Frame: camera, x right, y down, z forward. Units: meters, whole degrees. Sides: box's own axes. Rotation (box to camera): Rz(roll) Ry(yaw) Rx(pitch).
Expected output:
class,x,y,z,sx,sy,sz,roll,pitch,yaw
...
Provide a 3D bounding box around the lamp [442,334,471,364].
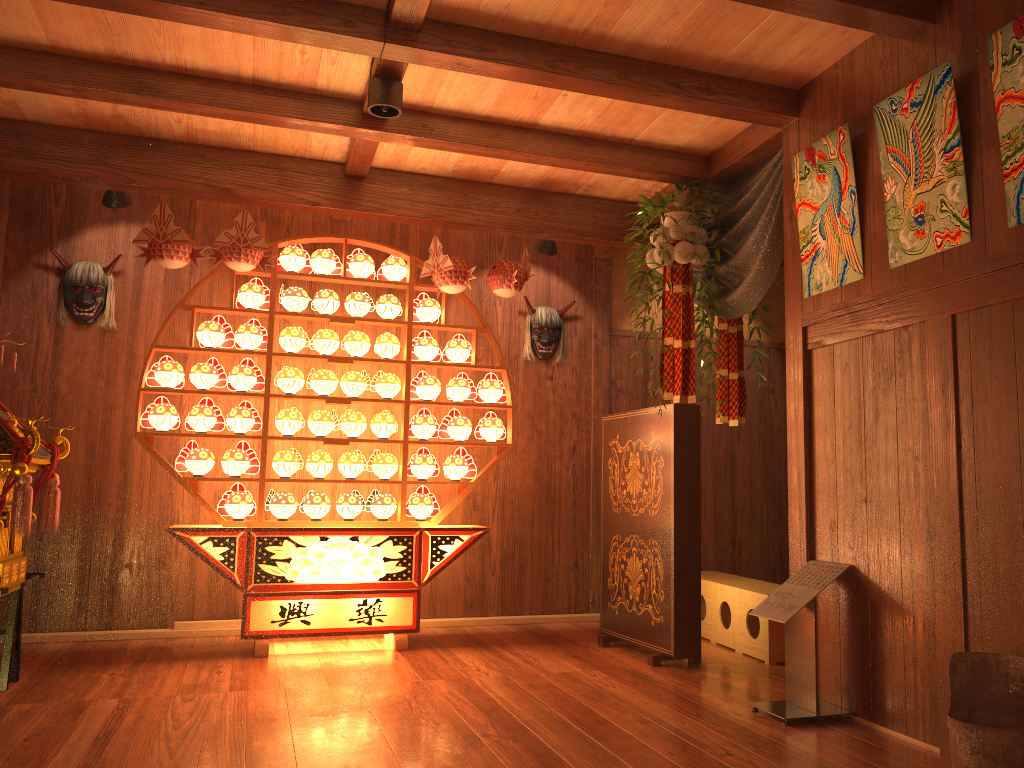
class,x,y,z,sx,sy,sz,roll,pitch,yaw
lamp,-0.308,-0.205,5.043,0.190,0.195,0.156,1,-7,-3

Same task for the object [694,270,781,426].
class,x,y,z,sx,sy,sz,roll,pitch,yaw
object,1.275,-0.315,5.428,0.767,1.260,0.524,6,-8,-32

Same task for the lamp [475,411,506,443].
class,x,y,z,sx,sy,sz,roll,pitch,yaw
lamp,-0.117,0.245,5.059,0.184,0.192,0.155,2,-7,-8

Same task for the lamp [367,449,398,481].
class,x,y,z,sx,sy,sz,roll,pitch,yaw
lamp,-0.688,0.442,4.836,0.152,0.173,0.144,-4,-9,37

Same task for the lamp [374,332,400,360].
class,x,y,z,sx,sy,sz,roll,pitch,yaw
lamp,-0.691,-0.216,4.908,0.142,0.173,0.154,3,-7,-12

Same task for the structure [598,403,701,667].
class,x,y,z,sx,sy,sz,roll,pitch,yaw
structure,0.703,0.760,4.590,0.277,1.250,0.781,4,-8,-21

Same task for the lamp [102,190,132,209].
class,x,y,z,sx,sy,sz,roll,pitch,yaw
lamp,-2.046,-0.991,4.593,0.140,0.176,0.169,5,-8,-32

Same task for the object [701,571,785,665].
class,x,y,z,sx,sy,sz,roll,pitch,yaw
object,1.269,1.274,4.948,0.331,0.330,1.270,3,-7,-12

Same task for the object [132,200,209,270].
class,x,y,z,sx,sy,sz,roll,pitch,yaw
object,-1.680,-0.721,4.362,0.362,0.311,0.240,0,-7,7

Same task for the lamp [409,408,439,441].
class,x,y,z,sx,sy,sz,roll,pitch,yaw
lamp,-0.492,0.222,4.929,0.191,0.195,0.155,2,-7,-8

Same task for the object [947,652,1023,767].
class,x,y,z,sx,sy,sz,roll,pitch,yaw
object,1.358,0.963,2.500,0.226,0.359,0.243,-5,-9,43

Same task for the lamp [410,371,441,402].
class,x,y,z,sx,sy,sz,roll,pitch,yaw
lamp,-0.464,0.009,4.965,0.196,0.187,0.152,6,-9,-37

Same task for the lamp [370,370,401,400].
class,x,y,z,sx,sy,sz,roll,pitch,yaw
lamp,-0.681,0.004,4.890,0.151,0.173,0.144,-5,-9,42

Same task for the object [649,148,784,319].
class,x,y,z,sx,sy,sz,roll,pitch,yaw
object,1.055,-0.692,4.553,0.097,0.751,1.470,3,-7,-16

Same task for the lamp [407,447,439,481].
class,x,y,z,sx,sy,sz,roll,pitch,yaw
lamp,-0.493,0.442,4.903,0.188,0.194,0.155,2,-7,-8

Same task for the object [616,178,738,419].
class,x,y,z,sx,sy,sz,roll,pitch,yaw
object,0.836,-0.438,4.473,0.586,1.260,0.689,5,-8,-28

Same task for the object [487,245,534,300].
class,x,y,z,sx,sy,sz,roll,pitch,yaw
object,-0.030,-0.638,4.940,0.233,0.318,0.358,4,-8,-22

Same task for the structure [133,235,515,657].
class,x,y,z,sx,sy,sz,roll,pitch,yaw
structure,-0.946,0.282,4.764,2.003,2.195,0.479,3,-7,-19

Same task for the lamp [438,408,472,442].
class,x,y,z,sx,sy,sz,roll,pitch,yaw
lamp,-0.292,0.231,4.999,0.207,0.200,0.152,6,-8,-33

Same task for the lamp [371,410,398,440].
class,x,y,z,sx,sy,sz,roll,pitch,yaw
lamp,-0.706,0.222,4.854,0.140,0.173,0.156,1,-7,-2

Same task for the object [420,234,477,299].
class,x,y,z,sx,sy,sz,roll,pitch,yaw
object,-0.331,-0.642,4.833,0.249,0.314,0.352,7,-9,-40

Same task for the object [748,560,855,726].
class,x,y,z,sx,sy,sz,roll,pitch,yaw
object,1.084,0.960,3.334,0.307,0.560,0.245,3,-7,-18

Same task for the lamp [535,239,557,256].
class,x,y,z,sx,sy,sz,roll,pitch,yaw
lamp,0.206,-0.864,5.378,0.135,0.177,0.175,1,-7,2

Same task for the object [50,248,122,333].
class,x,y,z,sx,sy,sz,roll,pitch,yaw
object,-2.360,-0.502,4.896,0.371,0.453,0.135,3,-7,-19

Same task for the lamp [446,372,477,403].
class,x,y,z,sx,sy,sz,roll,pitch,yaw
lamp,-0.307,0.016,5.021,0.178,0.191,0.159,0,-7,12

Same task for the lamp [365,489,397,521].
class,x,y,z,sx,sy,sz,roll,pitch,yaw
lamp,-0.693,0.660,4.812,0.152,0.173,0.144,-4,-9,37

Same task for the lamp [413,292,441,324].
class,x,y,z,sx,sy,sz,roll,pitch,yaw
lamp,-0.469,-0.435,5.013,0.207,0.200,0.152,6,-8,-33

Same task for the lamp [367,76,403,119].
class,x,y,z,sx,sy,sz,roll,pitch,yaw
lamp,-0.520,-1.175,3.627,0.136,0.120,0.143,-3,-8,27

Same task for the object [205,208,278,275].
class,x,y,z,sx,sy,sz,roll,pitch,yaw
object,-1.368,-0.712,4.478,0.355,0.306,0.211,3,-7,-18

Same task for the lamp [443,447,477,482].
class,x,y,z,sx,sy,sz,roll,pitch,yaw
lamp,-0.319,0.449,4.966,0.196,0.200,0.160,-1,-7,17

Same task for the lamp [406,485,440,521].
class,x,y,z,sx,sy,sz,roll,pitch,yaw
lamp,-0.502,0.658,4.879,0.195,0.197,0.156,1,-7,-3

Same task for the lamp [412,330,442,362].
class,x,y,z,sx,sy,sz,roll,pitch,yaw
lamp,-0.480,-0.217,4.983,0.204,0.200,0.154,3,-7,-18

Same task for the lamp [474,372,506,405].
class,x,y,z,sx,sy,sz,roll,pitch,yaw
lamp,-0.123,0.022,5.083,0.201,0.200,0.156,1,-7,-3

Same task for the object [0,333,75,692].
class,x,y,z,sx,sy,sz,roll,pitch,yaw
object,-2.092,0.439,3.370,0.620,1.515,0.792,3,-7,-17

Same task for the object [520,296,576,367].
class,x,y,z,sx,sy,sz,roll,pitch,yaw
object,0.231,-0.329,5.795,0.371,0.453,0.135,3,-7,-19
